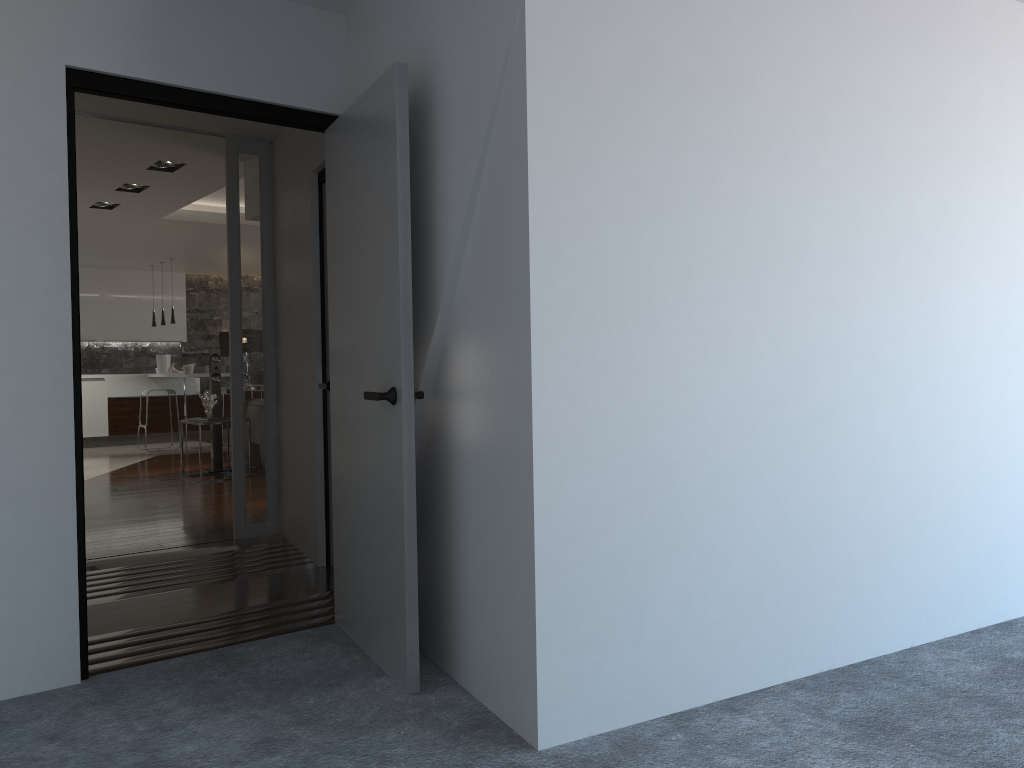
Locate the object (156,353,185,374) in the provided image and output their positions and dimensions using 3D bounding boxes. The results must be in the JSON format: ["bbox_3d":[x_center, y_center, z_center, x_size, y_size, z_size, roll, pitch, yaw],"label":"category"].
[{"bbox_3d":[-5.043,-0.305,13.029,0.433,0.298,0.550,-1,1,-25],"label":"object"}]

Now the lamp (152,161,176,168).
[{"bbox_3d":[-2.506,-1.588,6.310,0.187,0.077,0.167,-2,2,-43],"label":"lamp"}]

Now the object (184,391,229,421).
[{"bbox_3d":[-2.999,0.206,8.641,0.274,0.287,0.295,0,1,22],"label":"object"}]

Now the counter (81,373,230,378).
[{"bbox_3d":[-5.954,-0.078,11.101,4.249,0.041,2.549,-2,2,-38],"label":"counter"}]

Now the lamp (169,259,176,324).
[{"bbox_3d":[-4.427,-1.207,11.463,0.061,0.845,0.055,-2,1,-38],"label":"lamp"}]

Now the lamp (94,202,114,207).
[{"bbox_3d":[-3.617,-1.604,7.767,0.172,0.077,0.182,-1,1,17],"label":"lamp"}]

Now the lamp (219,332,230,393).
[{"bbox_3d":[-4.230,-0.337,13.706,0.560,0.933,0.625,0,1,42],"label":"lamp"}]

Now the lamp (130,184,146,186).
[{"bbox_3d":[-2.954,-1.594,6.899,0.186,0.077,0.168,-2,1,-32],"label":"lamp"}]

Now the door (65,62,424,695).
[{"bbox_3d":[-0.845,-0.039,3.008,1.055,2.093,0.926,-2,1,-38],"label":"door"}]

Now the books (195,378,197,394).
[{"bbox_3d":[-4.736,0.030,13.126,0.020,0.243,0.165,-2,1,-37],"label":"books"}]

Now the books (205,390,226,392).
[{"bbox_3d":[-4.447,0.101,13.191,0.159,0.024,0.238,0,2,32],"label":"books"}]

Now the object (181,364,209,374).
[{"bbox_3d":[-4.162,-0.204,11.637,0.461,0.133,0.178,-2,1,-38],"label":"object"}]

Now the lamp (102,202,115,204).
[{"bbox_3d":[-3.513,-1.602,7.632,0.186,0.077,0.168,-2,1,-32],"label":"lamp"}]

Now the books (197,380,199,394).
[{"bbox_3d":[-4.718,0.049,13.142,0.022,0.205,0.147,-2,1,-37],"label":"books"}]

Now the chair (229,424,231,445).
[{"bbox_3d":[-3.551,0.448,11.907,0.454,0.800,0.398,-2,1,-38],"label":"chair"}]

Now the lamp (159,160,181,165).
[{"bbox_3d":[-2.402,-1.586,6.174,0.186,0.077,0.168,-2,1,-32],"label":"lamp"}]

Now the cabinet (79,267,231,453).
[{"bbox_3d":[-4.263,-0.380,11.384,7.296,2.500,4.211,-2,2,-38],"label":"cabinet"}]

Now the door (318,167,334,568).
[{"bbox_3d":[-0.772,-0.069,4.283,0.161,2.093,0.955,-1,1,-26],"label":"door"}]

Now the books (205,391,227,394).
[{"bbox_3d":[-4.447,0.129,13.201,0.171,0.034,0.255,0,1,31],"label":"books"}]

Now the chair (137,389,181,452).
[{"bbox_3d":[-4.648,0.472,11.573,0.454,0.800,0.398,-2,1,-38],"label":"chair"}]

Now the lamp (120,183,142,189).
[{"bbox_3d":[-3.058,-1.596,7.034,0.187,0.077,0.167,-2,2,-43],"label":"lamp"}]

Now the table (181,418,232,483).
[{"bbox_3d":[-2.893,0.631,8.568,0.475,0.563,0.569,-2,1,-38],"label":"table"}]

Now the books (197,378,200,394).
[{"bbox_3d":[-4.711,0.029,13.172,0.025,0.243,0.166,-2,1,-37],"label":"books"}]

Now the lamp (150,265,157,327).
[{"bbox_3d":[-4.957,-1.214,12.159,0.061,0.845,0.055,-2,1,-38],"label":"lamp"}]

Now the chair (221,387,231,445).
[{"bbox_3d":[-3.956,0.442,12.438,0.454,0.800,0.398,-2,1,-38],"label":"chair"}]

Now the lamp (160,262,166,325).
[{"bbox_3d":[-4.692,-1.211,11.811,0.061,0.845,0.055,-2,1,-38],"label":"lamp"}]
